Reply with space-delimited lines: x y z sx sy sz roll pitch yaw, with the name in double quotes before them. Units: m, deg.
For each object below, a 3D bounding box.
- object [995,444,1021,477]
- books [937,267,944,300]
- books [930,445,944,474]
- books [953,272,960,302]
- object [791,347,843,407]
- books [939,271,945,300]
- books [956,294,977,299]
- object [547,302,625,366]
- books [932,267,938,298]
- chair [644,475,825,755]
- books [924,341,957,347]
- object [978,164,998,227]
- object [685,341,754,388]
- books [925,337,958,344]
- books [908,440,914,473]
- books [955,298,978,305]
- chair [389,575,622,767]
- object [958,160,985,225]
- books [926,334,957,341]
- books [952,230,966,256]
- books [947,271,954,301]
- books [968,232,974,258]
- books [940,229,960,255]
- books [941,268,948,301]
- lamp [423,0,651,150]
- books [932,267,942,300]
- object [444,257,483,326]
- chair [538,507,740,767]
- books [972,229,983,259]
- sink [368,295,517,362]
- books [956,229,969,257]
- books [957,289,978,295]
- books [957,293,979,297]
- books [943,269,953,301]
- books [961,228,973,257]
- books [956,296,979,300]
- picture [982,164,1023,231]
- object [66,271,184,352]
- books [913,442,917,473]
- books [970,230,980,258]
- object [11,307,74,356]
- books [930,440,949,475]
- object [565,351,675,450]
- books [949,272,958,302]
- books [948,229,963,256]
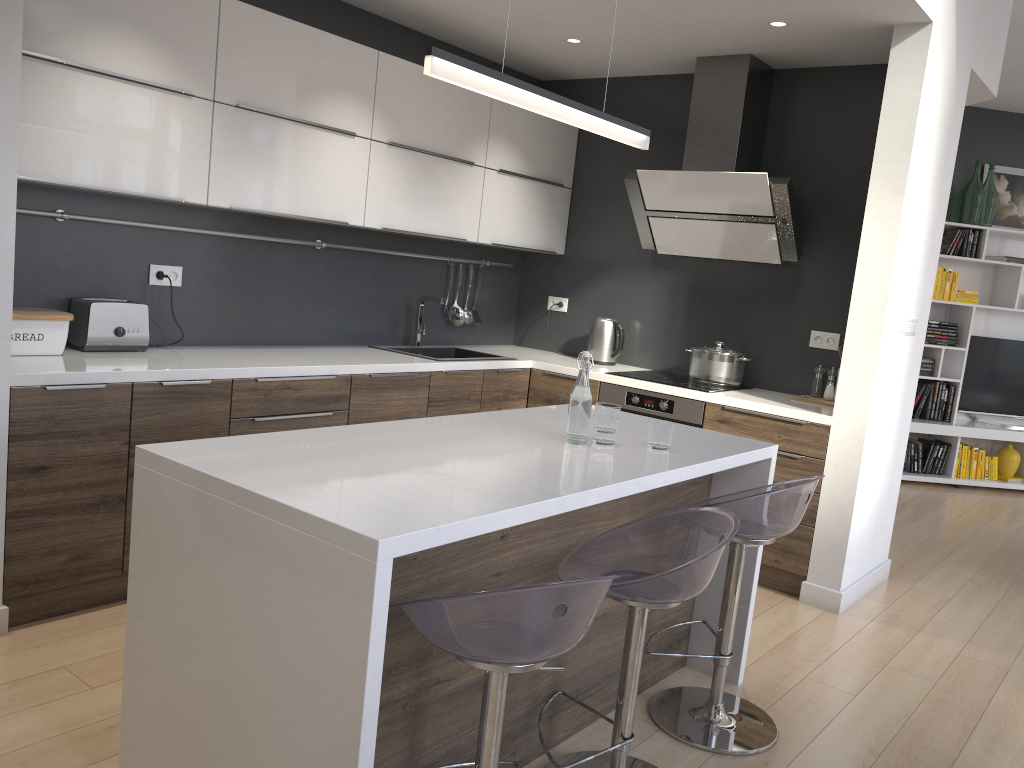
"object" 4.021 0.617 7.200 0.185 0.257 0.185 2 9 -30
"books" 3.339 -0.799 7.034 0.015 0.263 0.199 5 7 -8
"books" 3.369 0.591 7.134 0.071 0.243 0.179 5 8 -9
"books" 3.482 -0.773 7.052 0.024 0.234 0.172 5 7 -8
"object" 1.586 -0.057 4.337 0.330 0.316 0.221 12 9 37
"books" 3.358 -0.778 7.017 0.024 0.229 0.156 5 8 -8
"books" 3.581 -0.697 7.045 0.169 0.018 0.113 5 7 -6
"object" 0.425 -0.301 5.216 0.590 0.318 0.179 13 10 44
"books" 3.276 -0.809 7.017 0.025 0.270 0.213 5 7 -8
"chair" 0.677 0.647 2.744 0.434 0.838 0.475 11 9 35
"books" 3.377 -0.329 7.085 0.263 0.026 0.189 5 8 -9
"object" 3.756 -1.485 7.013 0.157 0.507 0.157 7 7 6
"object" 1.080 -0.114 4.662 0.288 0.223 0.315 5 8 -12
"books" 3.381 -0.354 7.083 0.270 0.025 0.189 5 8 -9
"books" 3.155 0.567 7.105 0.066 0.255 0.193 5 8 -8
"books" 3.580 -0.663 7.066 0.190 0.033 0.147 5 7 -8
"chair" -0.044 0.711 1.851 0.475 0.787 0.434 1 9 -34
"object" 3.609 -1.491 6.937 0.157 0.507 0.157 7 7 6
"books" 3.375 -0.385 7.097 0.266 0.030 0.209 5 8 -9
"books" 3.484 -1.108 6.989 0.074 0.212 0.154 5 8 -9
"books" 3.433 -0.780 7.045 0.023 0.239 0.169 5 7 -8
"books" 3.579 -1.094 7.005 0.021 0.200 0.147 5 7 -8
"books" 3.423 -1.115 6.988 0.096 0.213 0.166 5 8 -9
"books" 3.378 -0.791 7.037 0.019 0.251 0.180 5 7 -8
"lamp" 0.155 -1.089 2.341 0.020 0.756 0.998 12 9 37
"books" 3.309 -0.800 7.027 0.044 0.255 0.198 5 7 -8
"object" -0.279 -0.536 5.185 0.069 0.389 0.320 12 9 38
"chair" 0.307 0.694 2.275 0.434 0.787 0.475 6 7 0
"books" 3.638 -1.103 7.004 0.019 0.230 0.174 5 7 -8
"sink" -0.360 -0.195 4.728 0.512 0.518 0.626 12 9 37
"books" 3.532 -1.107 6.997 0.021 0.221 0.156 5 7 -8
"books" 3.584 -0.736 7.068 0.186 0.026 0.138 5 7 -8
"books" 3.587 -0.714 7.059 0.187 0.014 0.134 5 7 -8
"books" 3.405 -0.788 7.038 0.035 0.250 0.185 5 7 -8
"books" 3.556 -1.111 7.004 0.025 0.232 0.176 5 7 -8
"books" 3.583 -0.686 7.067 0.196 0.011 0.148 5 7 -8
"picture" 4.397 -1.535 7.189 1.279 0.707 0.076 5 7 -8
"object" -1.535 -0.293 3.510 0.191 0.319 0.562 12 9 37
"books" 3.184 0.576 7.102 0.066 0.242 0.177 5 8 -8
"books" 3.609 -1.100 7.009 0.038 0.218 0.169 5 7 -8
"object" -1.781 -0.188 3.154 0.263 0.148 0.380 12 9 37
"books" 3.406 0.590 7.150 0.084 0.249 0.191 5 7 -8
"object" 0.334 0.053 2.639 0.323 0.267 0.148 7 7 2
"books" 3.457 -0.775 7.045 0.024 0.234 0.172 5 7 -8
"books" 3.454 -1.112 6.998 0.087 0.214 0.171 5 7 -7
